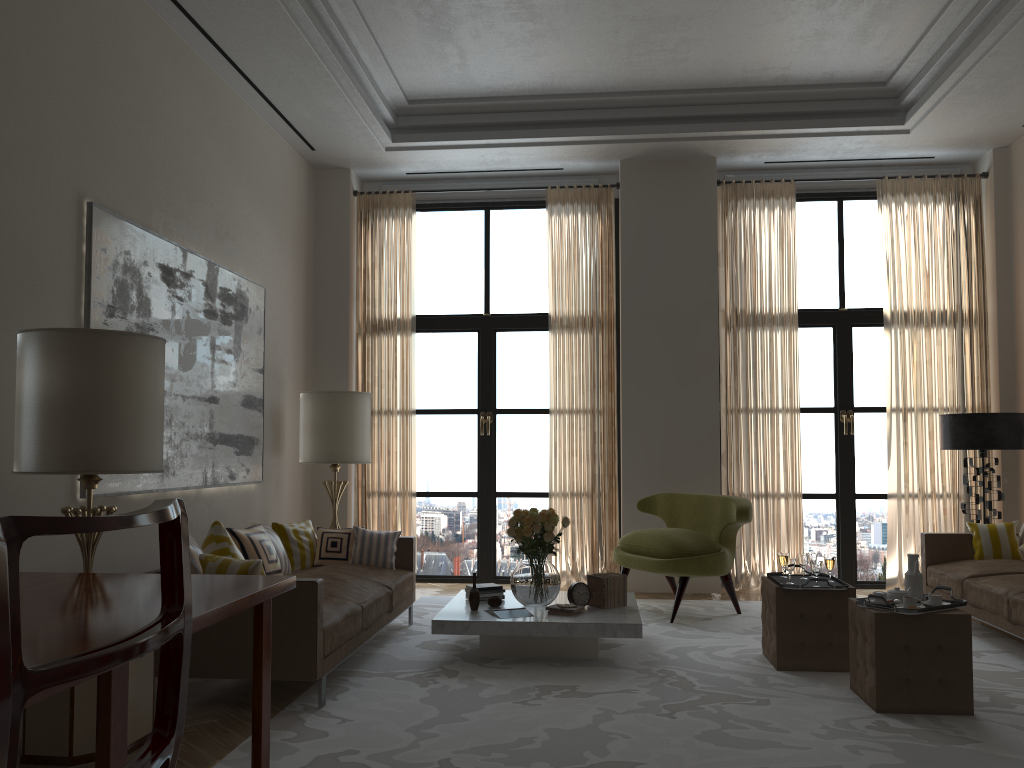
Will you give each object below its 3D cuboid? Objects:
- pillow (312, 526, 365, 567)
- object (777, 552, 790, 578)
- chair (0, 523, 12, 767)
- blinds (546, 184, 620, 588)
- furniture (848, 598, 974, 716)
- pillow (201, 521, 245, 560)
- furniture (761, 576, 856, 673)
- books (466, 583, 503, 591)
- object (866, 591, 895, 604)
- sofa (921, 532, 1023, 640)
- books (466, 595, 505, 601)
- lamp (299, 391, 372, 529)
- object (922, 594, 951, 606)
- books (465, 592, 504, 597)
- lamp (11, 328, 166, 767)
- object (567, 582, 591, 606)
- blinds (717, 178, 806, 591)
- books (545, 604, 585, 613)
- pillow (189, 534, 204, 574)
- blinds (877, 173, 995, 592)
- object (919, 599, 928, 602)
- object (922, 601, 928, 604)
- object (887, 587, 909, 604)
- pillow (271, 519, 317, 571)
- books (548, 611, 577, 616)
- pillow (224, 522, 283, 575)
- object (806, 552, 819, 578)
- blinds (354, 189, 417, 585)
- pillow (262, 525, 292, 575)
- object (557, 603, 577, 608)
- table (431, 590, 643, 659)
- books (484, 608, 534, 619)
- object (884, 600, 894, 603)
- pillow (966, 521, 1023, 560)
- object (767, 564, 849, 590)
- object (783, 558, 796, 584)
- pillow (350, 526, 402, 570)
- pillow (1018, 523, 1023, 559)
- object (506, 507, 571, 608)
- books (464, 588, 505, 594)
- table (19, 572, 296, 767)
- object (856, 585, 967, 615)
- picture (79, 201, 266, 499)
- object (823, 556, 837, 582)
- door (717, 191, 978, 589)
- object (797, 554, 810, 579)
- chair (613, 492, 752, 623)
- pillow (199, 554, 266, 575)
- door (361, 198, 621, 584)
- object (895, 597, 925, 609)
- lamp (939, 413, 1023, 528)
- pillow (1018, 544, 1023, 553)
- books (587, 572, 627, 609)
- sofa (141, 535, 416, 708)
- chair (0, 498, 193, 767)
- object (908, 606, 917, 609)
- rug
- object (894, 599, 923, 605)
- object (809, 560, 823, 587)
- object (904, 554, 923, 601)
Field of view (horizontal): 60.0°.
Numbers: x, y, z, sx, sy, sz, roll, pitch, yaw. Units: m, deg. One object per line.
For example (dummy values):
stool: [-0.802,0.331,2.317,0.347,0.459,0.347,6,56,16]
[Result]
pillow: [-1.622,1.536,8.230,0.464,0.411,0.304,0,-3,4]
object: [2.154,1.439,7.034,0.098,0.191,0.098,1,-3,-12]
chair: [-1.203,0.940,1.080,0.878,1.503,0.657,0,-3,6]
blinds: [0.844,0.047,10.665,0.874,4.867,0.419,0,-3,8]
furniture: [2.556,1.743,5.727,0.613,0.615,0.614,0,-4,5]
pillow: [-2.061,1.290,6.364,0.356,0.616,0.768,3,-5,-41]
furniture: [2.261,1.826,6.789,0.613,0.615,0.614,0,-4,5]
books: [-0.241,1.753,7.648,0.260,0.030,0.207,2,-5,-27]
object: [2.377,1.379,5.723,0.176,0.067,0.176,1,-5,-19]
sofa: [4.599,1.773,7.316,1.351,0.818,2.984,0,-4,5]
books: [-0.233,1.836,7.650,0.280,0.035,0.207,2,-5,-27]
lamp: [-1.914,1.223,9.579,0.768,2.251,0.768,2,-4,-31]
object: [2.729,1.392,5.715,0.176,0.067,0.176,0,-4,4]
books: [-0.238,1.805,7.641,0.262,0.024,0.207,3,-5,-31]
lamp: [-2.361,0.861,4.944,0.768,2.251,0.768,2,-3,-28]
object: [0.550,1.724,7.245,0.205,0.209,0.082,2,-4,-33]
blinds: [2.933,0.032,10.466,0.960,4.867,0.420,0,-3,8]
books: [0.424,1.775,7.018,0.255,0.026,0.202,-3,-5,30]
pillow: [-2.177,1.276,5.976,0.355,0.575,0.624,1,-4,-16]
blinds: [4.900,0.017,10.275,1.242,4.867,0.419,0,-3,7]
object: [2.695,1.419,5.809,0.053,0.025,0.049,2,-5,-28]
object: [2.717,1.418,5.780,0.187,0.015,0.041,4,-6,-43]
object: [2.532,1.381,5.828,0.176,0.105,0.136,0,-4,2]
pillow: [-1.963,1.500,8.176,0.296,0.475,0.516,-2,-4,27]
books: [0.413,1.799,7.017,0.197,0.024,0.256,-2,-5,23]
pillow: [-2.031,1.373,6.930,0.403,0.546,0.618,-1,-4,9]
object: [2.388,1.440,7.048,0.098,0.191,0.098,2,-4,-37]
blinds: [-1.538,0.071,10.895,0.780,4.879,0.420,0,-3,8]
pillow: [-2.054,1.467,7.311,0.371,0.565,0.660,0,-4,1]
object: [0.437,1.754,7.024,0.139,0.019,0.137,1,-5,-10]
table: [0.250,2.009,7.372,1.584,0.342,1.503,0,-4,5]
books: [-0.026,1.790,6.984,0.281,0.038,0.384,2,-5,-22]
object: [2.409,1.393,5.665,0.080,0.027,0.052,3,-5,-37]
pillow: [4.686,1.540,8.574,0.482,0.432,0.318,-1,-4,15]
object: [2.255,1.479,6.803,0.491,0.091,0.803,0,-4,5]
object: [2.097,1.412,6.691,0.098,0.191,0.098,-2,-4,31]
pillow: [-1.261,1.527,8.160,0.498,0.427,0.327,0,-3,-7]
pillow: [5.066,1.464,8.390,0.355,0.575,0.624,1,-4,-16]
object: [0.223,1.437,7.344,0.540,0.820,0.628,0,-3,1]
books: [-0.234,1.781,7.655,0.280,0.024,0.230,3,-5,-29]
table: [-2.116,1.293,2.435,1.800,1.025,3.807,0,-4,5]
object: [2.584,1.386,5.739,0.721,0.101,0.441,3,-5,-31]
picture: [-2.687,-0.116,7.452,0.045,1.995,3.066,0,-4,6]
object: [2.434,1.419,6.784,0.098,0.191,0.098,-2,-4,31]
door: [3.979,0.053,10.589,3.086,4.760,0.240,0,-3,6]
object: [2.285,1.432,6.948,0.098,0.191,0.098,0,-3,5]
chair: [1.635,1.738,9.047,1.029,1.211,1.793,2,-4,-27]
pillow: [-1.797,1.323,5.786,0.482,0.432,0.318,-1,-4,15]
door: [-0.296,0.086,11.001,3.258,4.760,0.240,0,-3,6]
object: [2.508,1.380,5.584,0.176,0.067,0.176,-1,-4,7]
lamp: [5.040,1.332,9.459,0.829,2.015,0.831,-1,-3,10]
pillow: [4.950,1.417,8.003,0.356,0.616,0.768,3,-5,-41]
books: [0.785,1.704,7.329,0.282,0.264,0.211,3,-4,-34]
sofa: [-1.711,1.750,7.012,1.351,0.818,2.984,0,-4,5]
chair: [-1.153,0.990,1.725,0.878,1.503,0.657,0,-3,6]
object: [2.482,1.392,5.487,0.053,0.025,0.049,-1,-4,7]
rug: [1.466,2.104,6.839,5.518,0.065,5.741,0,-4,5]
object: [2.534,1.396,5.680,0.186,0.026,0.041,-1,-4,13]
object: [2.240,1.399,6.521,0.098,0.191,0.098,0,-3,5]
object: [2.675,1.288,5.909,0.113,0.305,0.125,-3,-4,42]
